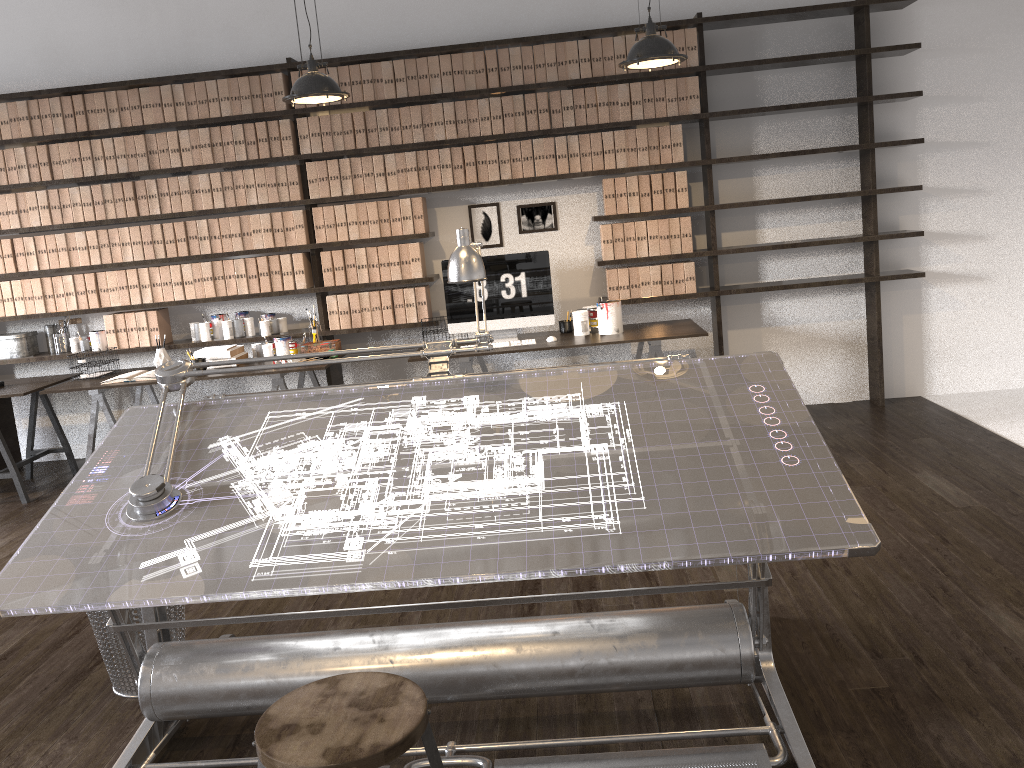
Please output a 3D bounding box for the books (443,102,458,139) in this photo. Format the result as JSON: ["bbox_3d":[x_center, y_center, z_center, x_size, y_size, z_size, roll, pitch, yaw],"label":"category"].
[{"bbox_3d":[-0.369,-1.608,5.445,0.067,0.224,0.176,-5,9,4],"label":"books"}]

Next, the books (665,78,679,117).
[{"bbox_3d":[0.959,-1.721,5.362,0.067,0.224,0.176,-5,9,4],"label":"books"}]

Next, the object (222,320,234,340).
[{"bbox_3d":[-1.809,-0.343,5.641,0.062,0.118,0.062,-10,10,-28],"label":"object"}]

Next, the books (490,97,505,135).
[{"bbox_3d":[-0.088,-1.631,5.427,0.066,0.224,0.176,-5,9,4],"label":"books"}]

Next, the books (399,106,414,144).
[{"bbox_3d":[-0.636,-1.586,5.466,0.066,0.224,0.176,-5,9,4],"label":"books"}]

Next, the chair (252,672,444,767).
[{"bbox_3d":[-0.292,0.873,1.687,0.371,0.524,0.361,0,10,32],"label":"chair"}]

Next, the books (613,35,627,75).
[{"bbox_3d":[0.649,-1.969,5.345,0.066,0.224,0.176,-5,9,4],"label":"books"}]

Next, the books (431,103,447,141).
[{"bbox_3d":[-0.441,-1.602,5.452,0.066,0.224,0.176,-5,9,4],"label":"books"}]

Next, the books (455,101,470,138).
[{"bbox_3d":[-0.299,-1.614,5.445,0.066,0.224,0.176,-5,9,4],"label":"books"}]

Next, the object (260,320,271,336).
[{"bbox_3d":[-1.563,-0.353,5.618,0.062,0.095,0.062,1,11,35],"label":"object"}]

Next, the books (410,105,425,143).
[{"bbox_3d":[-0.570,-1.590,5.456,0.067,0.224,0.176,-5,9,4],"label":"books"}]

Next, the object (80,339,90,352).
[{"bbox_3d":[-2.749,-0.266,5.792,0.062,0.093,0.182,-3,11,17],"label":"object"}]

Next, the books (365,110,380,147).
[{"bbox_3d":[-0.848,-1.568,5.480,0.066,0.224,0.176,-5,9,4],"label":"books"}]

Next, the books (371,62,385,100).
[{"bbox_3d":[-0.803,-1.845,5.436,0.066,0.224,0.176,-5,9,4],"label":"books"}]

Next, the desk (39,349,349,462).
[{"bbox_3d":[-1.835,0.238,5.399,1.668,0.665,0.661,-5,9,4],"label":"desk"}]

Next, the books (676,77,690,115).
[{"bbox_3d":[1.025,-1.728,5.363,0.066,0.224,0.176,-5,9,4],"label":"books"}]

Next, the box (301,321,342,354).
[{"bbox_3d":[-1.169,-0.275,5.403,0.212,0.206,0.138,-5,9,4],"label":"box"}]

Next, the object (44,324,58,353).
[{"bbox_3d":[-3.052,-0.298,5.881,0.079,0.187,0.079,-8,9,-17],"label":"object"}]

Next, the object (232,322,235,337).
[{"bbox_3d":[-1.807,-0.347,5.729,0.054,0.100,0.055,-2,9,20],"label":"object"}]

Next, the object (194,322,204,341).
[{"bbox_3d":[-2.006,-0.334,5.693,0.062,0.117,0.063,3,12,44],"label":"object"}]

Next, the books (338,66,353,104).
[{"bbox_3d":[-1.007,-1.828,5.450,0.066,0.224,0.176,-5,9,4],"label":"books"}]

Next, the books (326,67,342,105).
[{"bbox_3d":[-1.077,-1.821,5.450,0.066,0.224,0.176,-5,9,4],"label":"books"}]

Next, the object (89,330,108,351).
[{"bbox_3d":[-2.681,-0.280,5.747,0.095,0.127,0.095,-4,9,10],"label":"object"}]

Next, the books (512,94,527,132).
[{"bbox_3d":[0.047,-1.644,5.423,0.066,0.224,0.176,-5,9,4],"label":"books"}]

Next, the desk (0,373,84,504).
[{"bbox_3d":[-3.589,0.388,5.507,1.668,0.665,0.661,-5,9,4],"label":"desk"}]

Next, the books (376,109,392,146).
[{"bbox_3d":[-0.777,-1.573,5.471,0.066,0.224,0.176,-5,9,4],"label":"books"}]

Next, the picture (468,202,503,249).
[{"bbox_3d":[-0.169,-1.015,5.695,0.201,0.282,0.022,-5,8,3],"label":"picture"}]

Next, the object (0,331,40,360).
[{"bbox_3d":[-3.288,-0.250,5.811,0.317,0.151,0.194,-5,10,3],"label":"object"}]

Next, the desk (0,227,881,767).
[{"bbox_3d":[-0.206,0.268,2.496,2.068,1.377,1.085,-5,9,4],"label":"desk"}]

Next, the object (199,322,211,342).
[{"bbox_3d":[-1.953,-0.330,5.646,0.062,0.118,0.062,-12,11,-36],"label":"object"}]

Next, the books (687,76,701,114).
[{"bbox_3d":[1.088,-1.732,5.358,0.066,0.224,0.176,-5,9,4],"label":"books"}]

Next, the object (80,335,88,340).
[{"bbox_3d":[-2.791,-0.269,5.810,0.063,0.093,0.063,-12,11,-34],"label":"object"}]

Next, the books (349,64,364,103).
[{"bbox_3d":[-0.936,-1.834,5.445,0.066,0.224,0.176,-5,9,4],"label":"books"}]

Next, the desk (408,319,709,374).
[{"bbox_3d":[0.294,0.056,5.269,1.668,0.665,0.661,-5,9,4],"label":"desk"}]

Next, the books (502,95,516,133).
[{"bbox_3d":[-0.016,-1.637,5.422,0.067,0.224,0.176,-5,9,4],"label":"books"}]

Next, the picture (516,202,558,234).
[{"bbox_3d":[0.161,-1.063,5.670,0.251,0.182,0.023,-5,8,4],"label":"picture"}]

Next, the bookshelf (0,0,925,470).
[{"bbox_3d":[-2.047,-0.377,5.796,9.173,3.185,0.376,-5,8,4],"label":"bookshelf"}]

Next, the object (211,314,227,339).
[{"bbox_3d":[-1.889,-0.369,5.733,0.095,0.161,0.094,-6,9,0],"label":"object"}]

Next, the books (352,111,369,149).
[{"bbox_3d":[-0.923,-1.560,5.479,0.067,0.224,0.176,-5,9,4],"label":"books"}]

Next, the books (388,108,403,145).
[{"bbox_3d":[-0.707,-1.580,5.471,0.066,0.224,0.176,-5,9,4],"label":"books"}]

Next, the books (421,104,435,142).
[{"bbox_3d":[-0.503,-1.597,5.457,0.066,0.224,0.176,-5,9,4],"label":"books"}]

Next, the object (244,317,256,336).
[{"bbox_3d":[-1.688,-0.367,5.702,0.062,0.118,0.062,-10,10,-28],"label":"object"}]

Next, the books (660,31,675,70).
[{"bbox_3d":[0.930,-1.993,5.330,0.066,0.224,0.176,-5,9,4],"label":"books"}]

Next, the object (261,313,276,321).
[{"bbox_3d":[-1.584,-0.394,5.778,0.094,0.129,0.095,-7,9,-9],"label":"object"}]

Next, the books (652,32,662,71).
[{"bbox_3d":[0.856,-1.987,5.333,0.066,0.224,0.176,-5,9,4],"label":"books"}]

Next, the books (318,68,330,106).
[{"bbox_3d":[-1.148,-1.816,5.459,0.066,0.224,0.176,-5,9,4],"label":"books"}]

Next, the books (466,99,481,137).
[{"bbox_3d":[-0.229,-1.621,5.442,0.066,0.224,0.176,-5,9,4],"label":"books"}]

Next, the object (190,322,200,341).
[{"bbox_3d":[-2.050,-0.339,5.743,0.062,0.118,0.062,3,12,44],"label":"object"}]

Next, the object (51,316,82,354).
[{"bbox_3d":[-2.919,-0.342,5.789,0.181,0.270,0.157,-7,9,-12],"label":"object"}]

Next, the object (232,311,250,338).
[{"bbox_3d":[-1.760,-0.382,5.736,0.094,0.160,0.207,-5,10,5],"label":"object"}]

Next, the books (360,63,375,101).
[{"bbox_3d":[-0.870,-1.838,5.435,0.067,0.224,0.176,-5,9,4],"label":"books"}]

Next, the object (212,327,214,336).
[{"bbox_3d":[-1.966,-0.339,5.769,0.054,0.100,0.054,-5,9,3],"label":"object"}]

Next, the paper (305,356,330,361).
[{"bbox_3d":[-1.184,-0.158,5.264,0.155,0.038,0.139,-2,11,18],"label":"paper"}]

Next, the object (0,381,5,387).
[{"bbox_3d":[-3.356,0.045,5.329,0.445,0.033,0.315,-5,11,4],"label":"object"}]

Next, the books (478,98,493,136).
[{"bbox_3d":[-0.160,-1.626,5.434,0.066,0.224,0.176,-5,9,4],"label":"books"}]
